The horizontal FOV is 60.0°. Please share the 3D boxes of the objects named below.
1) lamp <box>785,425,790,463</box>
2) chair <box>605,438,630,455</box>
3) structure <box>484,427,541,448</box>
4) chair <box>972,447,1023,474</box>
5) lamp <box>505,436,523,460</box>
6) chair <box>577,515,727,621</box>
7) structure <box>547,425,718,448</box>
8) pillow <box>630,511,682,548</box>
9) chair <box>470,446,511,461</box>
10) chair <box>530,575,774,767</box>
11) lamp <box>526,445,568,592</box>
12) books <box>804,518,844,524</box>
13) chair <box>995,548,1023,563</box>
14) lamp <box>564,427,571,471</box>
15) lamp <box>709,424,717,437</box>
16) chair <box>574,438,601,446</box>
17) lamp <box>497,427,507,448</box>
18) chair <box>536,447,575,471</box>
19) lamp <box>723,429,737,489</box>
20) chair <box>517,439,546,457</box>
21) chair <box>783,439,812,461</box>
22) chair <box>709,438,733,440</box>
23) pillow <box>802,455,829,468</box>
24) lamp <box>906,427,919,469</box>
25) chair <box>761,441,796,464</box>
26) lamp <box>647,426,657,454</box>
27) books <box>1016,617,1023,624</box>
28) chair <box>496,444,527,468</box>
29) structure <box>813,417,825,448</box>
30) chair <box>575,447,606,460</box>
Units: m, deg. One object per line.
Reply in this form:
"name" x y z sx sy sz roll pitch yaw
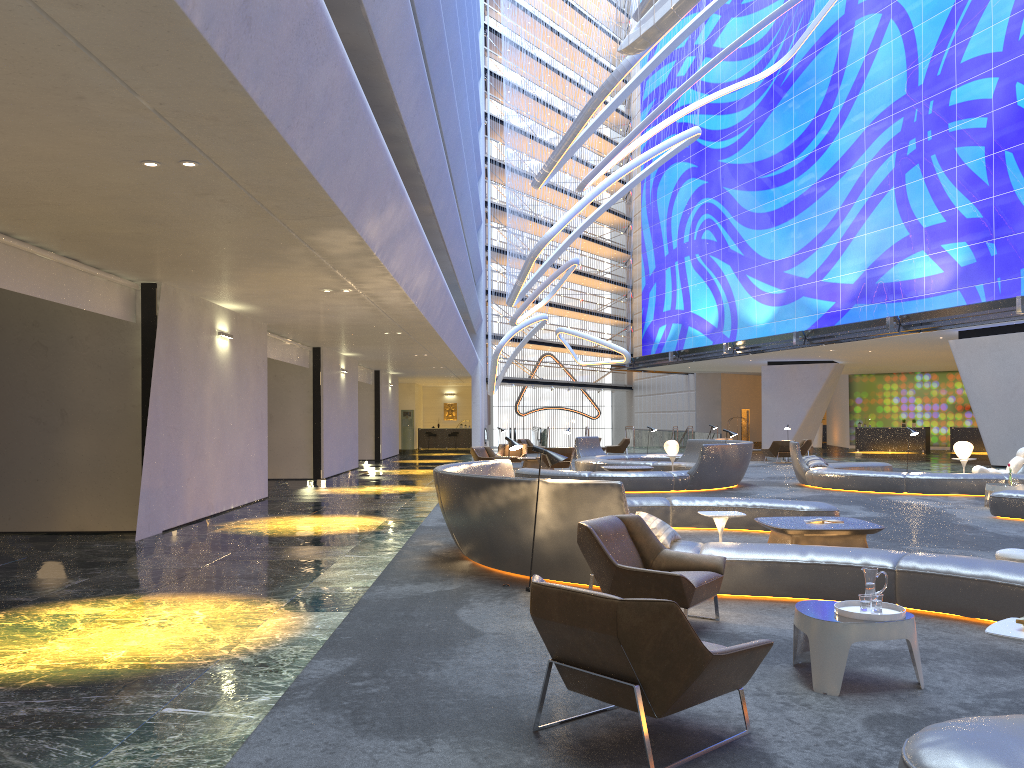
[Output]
"lamp" 9.384 2.028 30.162 0.202 1.300 0.384 0 0 16
"chair" 4.095 2.499 34.469 0.938 0.766 0.930 0 -1 2
"structure" -0.001 6.817 56.514 3.016 8.236 19.842 0 -2 0
"chair" 10.339 1.773 18.596 1.157 0.882 0.729 -1 -1 19
"lamp" -0.005 1.353 11.891 0.202 1.300 0.384 0 -1 -41
"chair" 1.028 1.406 6.596 0.939 0.766 0.930 -1 -2 33
"structure" 6.429 6.833 57.000 9.304 8.396 19.746 0 -2 0
"pillow" 1.170 1.283 7.953 0.692 0.262 0.877 1 -3 -38
"chair" -0.630 2.146 24.926 0.939 0.766 0.930 -1 -2 33
"chair" 0.621 1.316 4.277 0.939 0.766 0.930 1 -2 -41
"lamp" 0.308 1.190 7.845 0.384 1.300 0.202 0 0 -1
"books" 3.381 1.479 9.609 0.395 0.039 0.301 -1 -2 14
"chair" 4.636 1.569 7.885 0.586 0.501 0.491 -1 -2 34
"lamp" 1.556 1.847 24.487 0.202 1.300 0.384 0 0 16
"lamp" 7.493 2.157 33.112 0.384 1.300 0.202 0 0 17
"chair" 3.102 2.561 35.871 0.929 0.766 0.939 -1 -2 27
"lamp" -0.334 1.975 27.437 0.384 1.300 0.202 0 0 17
"chair" 1.217 2.109 24.256 0.929 0.766 0.939 0 -2 -17
"lamp" 4.691 1.616 19.152 0.384 1.300 0.202 0 0 17
"chair" 0.747 2.512 34.312 0.939 0.766 0.930 -1 -2 24
"chair" 10.060 2.340 31.317 0.939 0.766 0.930 -1 -2 8
"chair" 7.835 2.422 33.057 0.929 0.766 0.939 0 -2 6
"pillow" 6.698 1.721 19.737 0.692 0.262 0.878 -1 -2 8
"lamp" 8.920 1.618 19.806 0.202 1.300 0.384 0 -1 -25
"chair" 9.045 2.290 29.931 0.929 0.766 0.939 0 -2 -17
"lamp" 4.296 1.947 27.392 0.384 1.300 0.202 0 0 17
"books" 2.278 1.016 3.815 0.189 0.022 0.133 2 -3 -39
"chair" 0.007 2.240 27.382 0.929 0.766 0.939 0 -2 6
"structure" 15.712 2.239 45.551 1.022 2.050 0.773 0 -1 -22
"chair" 2.874 2.445 32.930 0.939 0.766 0.930 1 -2 -39
